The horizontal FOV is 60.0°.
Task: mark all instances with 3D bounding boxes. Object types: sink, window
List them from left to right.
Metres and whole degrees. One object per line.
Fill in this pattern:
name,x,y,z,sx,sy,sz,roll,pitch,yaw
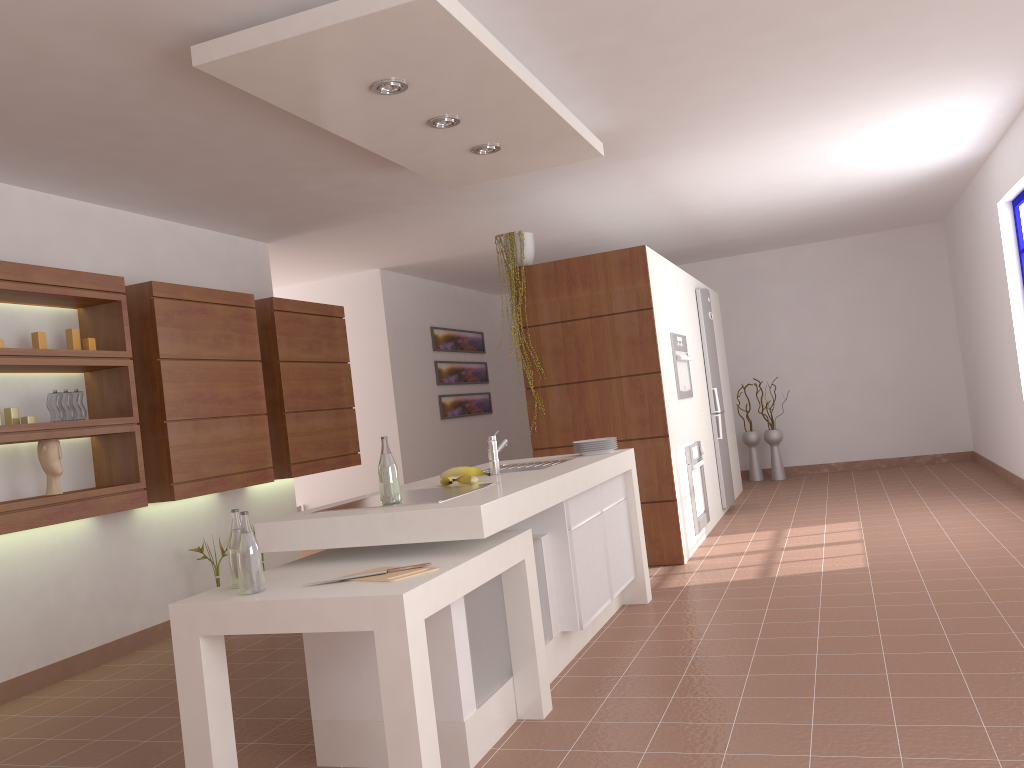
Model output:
sink,0.034,0.391,4.219,0.404,0.368,0.668,-7,-2,20
window,3.390,-0.591,5.529,0.035,1.430,1.699,-7,-2,20

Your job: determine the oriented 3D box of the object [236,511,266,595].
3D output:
object,-0.747,0.477,2.514,0.071,0.230,0.071,-7,-2,1

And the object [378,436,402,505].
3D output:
object,-0.426,0.295,3.043,0.071,0.230,0.071,-7,-2,1

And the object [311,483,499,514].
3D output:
object,-0.372,0.414,3.245,0.493,0.006,0.551,-7,-2,20

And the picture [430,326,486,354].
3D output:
picture,-0.565,-0.467,9.631,0.015,0.248,1.408,-7,-2,20

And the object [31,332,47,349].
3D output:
object,-2.227,-0.202,4.175,0.044,0.099,0.044,-7,-2,20

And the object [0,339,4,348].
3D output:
object,-2.279,-0.179,3.916,0.044,0.049,0.044,-7,-2,20

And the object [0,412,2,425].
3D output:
object,-2.350,0.139,4.017,0.044,0.120,0.044,-7,-2,20

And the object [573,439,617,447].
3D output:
object,0.429,0.309,4.580,0.228,0.020,0.228,-7,-2,2

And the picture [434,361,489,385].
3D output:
picture,-0.524,-0.120,9.620,0.015,0.248,1.408,-7,-2,20

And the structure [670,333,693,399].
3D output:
structure,1.225,-0.128,6.268,0.056,0.454,0.614,-7,-2,20

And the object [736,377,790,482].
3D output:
object,2.753,0.477,9.494,0.655,1.112,0.284,-8,-2,39

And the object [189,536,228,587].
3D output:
object,-1.766,1.172,5.316,0.087,0.546,0.296,-8,-2,36

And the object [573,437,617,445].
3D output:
object,0.428,0.299,4.581,0.228,0.020,0.228,-7,-2,2

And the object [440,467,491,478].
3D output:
object,-0.191,0.360,3.599,0.207,0.055,0.047,-7,-2,-3

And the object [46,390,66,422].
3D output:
object,-2.225,0.111,4.325,0.054,0.165,0.065,-8,-2,36

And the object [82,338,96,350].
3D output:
object,-2.119,-0.193,4.445,0.044,0.070,0.044,-7,-2,20

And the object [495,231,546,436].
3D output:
object,0.074,-0.329,5.849,0.297,1.344,0.279,-6,-2,-21

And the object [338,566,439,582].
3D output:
object,-0.358,0.545,2.546,0.266,0.006,0.168,-8,-2,37

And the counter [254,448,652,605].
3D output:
counter,-0.060,0.799,3.811,0.821,0.800,2.156,-7,-2,20

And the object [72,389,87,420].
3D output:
object,-2.163,0.106,4.411,0.054,0.165,0.065,-8,-2,36

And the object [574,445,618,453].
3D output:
object,0.433,0.339,4.579,0.228,0.020,0.228,-7,-2,2

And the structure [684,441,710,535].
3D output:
structure,1.320,0.715,6.248,0.058,0.592,0.596,-7,-2,20

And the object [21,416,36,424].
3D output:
object,-2.255,0.172,4.134,0.044,0.040,0.044,-7,-2,20

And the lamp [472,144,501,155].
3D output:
lamp,-0.127,-1.168,4.340,0.143,0.059,0.143,-5,-2,-42

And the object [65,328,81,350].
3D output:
object,-2.176,-0.212,4.397,0.044,0.120,0.044,-7,-2,20

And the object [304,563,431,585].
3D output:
object,-0.414,0.545,2.538,0.375,0.008,0.041,-6,-2,-13

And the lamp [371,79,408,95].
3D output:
lamp,-0.470,-1.155,3.396,0.143,0.059,0.143,-7,-2,3

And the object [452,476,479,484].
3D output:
object,-0.178,0.385,3.570,0.060,0.033,0.207,-6,-2,-25

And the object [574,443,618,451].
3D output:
object,0.432,0.329,4.580,0.228,0.020,0.228,-7,-2,2

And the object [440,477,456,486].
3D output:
object,-0.266,0.398,3.631,0.060,0.033,0.207,-7,-2,0

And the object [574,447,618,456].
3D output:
object,0.434,0.349,4.579,0.228,0.020,0.228,-7,-2,2

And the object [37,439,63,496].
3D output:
object,-2.207,0.389,4.243,0.100,0.284,0.100,-5,-2,-40

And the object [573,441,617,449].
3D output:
object,0.431,0.319,4.580,0.228,0.020,0.228,-7,-2,2

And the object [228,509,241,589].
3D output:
object,-0.813,0.488,2.643,0.071,0.230,0.071,-7,-2,1

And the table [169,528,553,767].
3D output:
table,-0.408,0.888,2.818,0.737,0.647,1.003,-7,-2,20

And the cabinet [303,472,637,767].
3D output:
cabinet,-0.070,0.849,3.756,0.737,0.700,2.048,-7,-2,20

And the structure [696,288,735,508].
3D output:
structure,1.772,0.106,7.650,0.089,1.862,0.604,-7,-2,20

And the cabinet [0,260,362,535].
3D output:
cabinet,-2.358,0.084,4.586,0.754,1.200,4.718,-7,-2,20

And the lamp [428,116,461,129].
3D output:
lamp,-0.298,-1.162,3.871,0.143,0.059,0.143,-5,-2,-42

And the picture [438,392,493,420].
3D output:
picture,-0.483,0.228,9.610,0.015,0.248,1.408,-7,-2,20

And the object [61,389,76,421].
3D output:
object,-2.194,0.109,4.368,0.054,0.165,0.065,-8,-2,36

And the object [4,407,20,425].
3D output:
object,-2.331,0.156,4.136,0.044,0.090,0.044,-7,-2,20

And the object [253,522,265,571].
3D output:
object,-1.616,1.166,5.735,0.087,0.546,0.296,-7,-2,20
